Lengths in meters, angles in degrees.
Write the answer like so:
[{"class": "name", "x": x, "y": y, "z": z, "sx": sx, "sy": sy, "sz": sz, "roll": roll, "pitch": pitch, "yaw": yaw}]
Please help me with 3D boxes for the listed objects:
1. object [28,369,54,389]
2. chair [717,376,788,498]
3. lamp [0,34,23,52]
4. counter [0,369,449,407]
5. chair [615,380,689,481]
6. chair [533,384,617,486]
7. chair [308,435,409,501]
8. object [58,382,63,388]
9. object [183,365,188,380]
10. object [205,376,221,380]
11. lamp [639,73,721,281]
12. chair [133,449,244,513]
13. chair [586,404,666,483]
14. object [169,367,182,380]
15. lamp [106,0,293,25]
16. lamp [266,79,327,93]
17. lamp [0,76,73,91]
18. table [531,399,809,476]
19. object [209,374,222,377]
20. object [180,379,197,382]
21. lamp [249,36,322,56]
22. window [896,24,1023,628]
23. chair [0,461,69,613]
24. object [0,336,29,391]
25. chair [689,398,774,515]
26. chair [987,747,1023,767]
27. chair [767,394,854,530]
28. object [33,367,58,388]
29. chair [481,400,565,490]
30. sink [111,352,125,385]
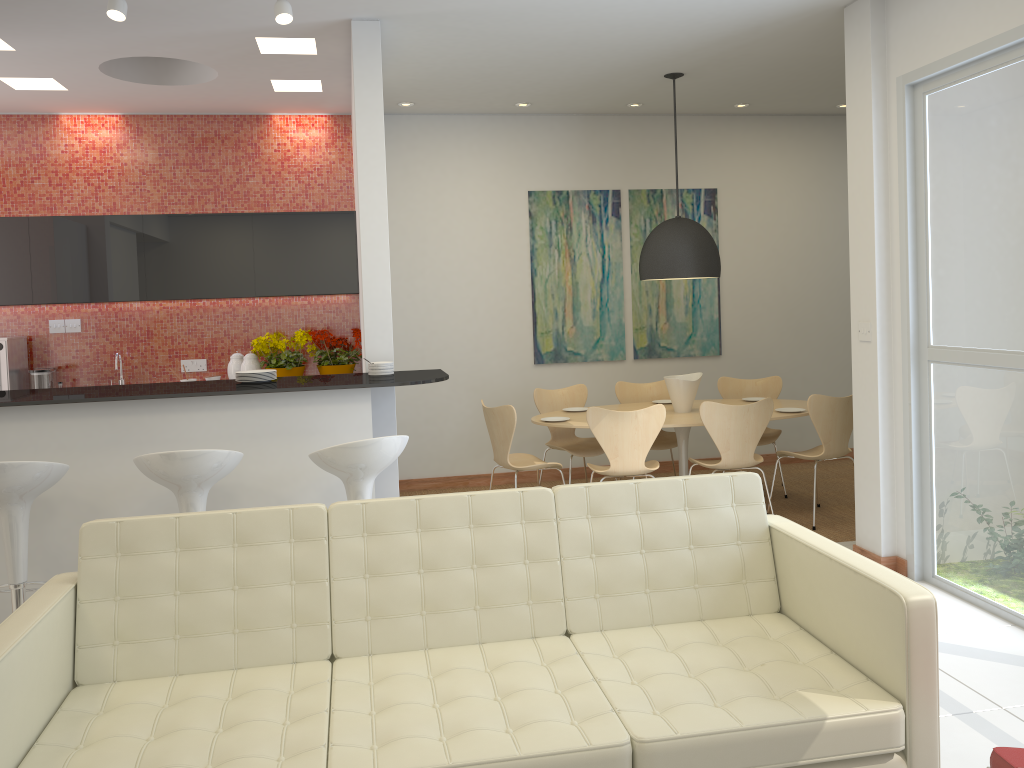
[{"class": "object", "x": -3.567, "y": -0.003, "z": 6.714, "sx": 0.172, "sy": 0.215, "sz": 0.172, "roll": -2, "pitch": 3, "yaw": 8}, {"class": "chair", "x": 1.915, "y": 0.408, "z": 7.093, "sx": 0.521, "sy": 0.905, "sz": 0.517, "roll": -1, "pitch": 3, "yaw": 14}, {"class": "lamp", "x": -3.117, "y": -1.995, "z": 5.114, "sx": 0.408, "sy": 0.034, "sz": 0.410, "roll": -3, "pitch": 5, "yaw": -10}, {"class": "counter", "x": -1.801, "y": 0.032, "z": 4.461, "sx": 2.965, "sy": 0.019, "sz": 0.738, "roll": -3, "pitch": 5, "yaw": -10}, {"class": "chair", "x": 1.123, "y": 0.438, "z": 7.074, "sx": 0.521, "sy": 0.905, "sz": 0.517, "roll": -2, "pitch": 3, "yaw": -6}, {"class": "chair", "x": 0.488, "y": 0.480, "z": 6.867, "sx": 0.522, "sy": 0.905, "sz": 0.516, "roll": -4, "pitch": 3, "yaw": -31}, {"class": "chair", "x": -0.686, "y": 0.728, "z": 4.062, "sx": 0.457, "sy": 1.019, "sz": 0.465, "roll": -3, "pitch": 3, "yaw": -24}, {"class": "object", "x": -3.510, "y": 0.030, "z": 6.884, "sx": 0.037, "sy": 0.092, "sz": 0.037, "roll": -3, "pitch": 3, "yaw": -10}, {"class": "object", "x": -2.541, "y": -0.052, "z": 6.921, "sx": 0.009, "sy": 0.195, "sz": 0.140, "roll": -4, "pitch": 4, "yaw": -40}, {"class": "object", "x": -2.384, "y": -0.016, "z": 7.061, "sx": 0.121, "sy": 0.084, "sz": 0.121, "roll": 2, "pitch": 6, "yaw": 45}, {"class": "lamp", "x": 1.213, "y": -1.520, "z": 6.510, "sx": 0.594, "sy": 1.490, "sz": 0.595, "roll": -2, "pitch": 3, "yaw": -8}, {"class": "chair", "x": -1.406, "y": 0.767, "z": 3.930, "sx": 0.457, "sy": 1.019, "sz": 0.466, "roll": -2, "pitch": 3, "yaw": 1}, {"class": "chair", "x": 0.738, "y": 0.569, "z": 5.840, "sx": 0.521, "sy": 0.905, "sz": 0.517, "roll": -2, "pitch": 3, "yaw": -3}, {"class": "object", "x": -2.576, "y": -0.045, "z": 6.868, "sx": 0.164, "sy": 0.177, "sz": 0.011, "roll": -2, "pitch": 2, "yaw": 3}, {"class": "lamp", "x": -1.901, "y": -1.840, "z": 4.231, "sx": 1.822, "sy": 0.199, "sz": 0.112, "roll": -3, "pitch": 3, "yaw": -10}, {"class": "lamp", "x": -1.555, "y": -2.173, "z": 6.406, "sx": 0.408, "sy": 0.034, "sz": 0.410, "roll": -3, "pitch": 5, "yaw": -10}, {"class": "lamp", "x": -3.294, "y": -2.081, "z": 6.095, "sx": 0.408, "sy": 0.034, "sz": 0.410, "roll": -3, "pitch": 5, "yaw": -10}, {"class": "table", "x": 1.270, "y": 0.565, "z": 6.592, "sx": 2.263, "sy": 0.727, "sz": 1.283, "roll": -3, "pitch": 5, "yaw": -9}, {"class": "object", "x": -2.386, "y": -0.063, "z": 7.068, "sx": 0.008, "sy": 0.009, "sz": 0.235, "roll": -1, "pitch": 5, "yaw": 14}, {"class": "object", "x": -2.510, "y": 0.007, "z": 6.873, "sx": 0.121, "sy": 0.084, "sz": 0.121, "roll": -1, "pitch": 4, "yaw": 10}, {"class": "lamp", "x": -1.378, "y": -2.087, "z": 5.426, "sx": 0.408, "sy": 0.034, "sz": 0.410, "roll": -3, "pitch": 5, "yaw": -10}, {"class": "window", "x": 2.471, "y": -0.144, "z": 3.116, "sx": 0.121, "sy": 2.707, "sz": 3.443, "roll": -2, "pitch": 4, "yaw": -10}, {"class": "chair", "x": -2.125, "y": 0.805, "z": 3.801, "sx": 0.457, "sy": 1.019, "sz": 0.466, "roll": -2, "pitch": 3, "yaw": 1}, {"class": "object", "x": -4.105, "y": -0.104, "z": 6.663, "sx": 0.722, "sy": 0.469, "sz": 0.437, "roll": -3, "pitch": 4, "yaw": -10}, {"class": "chair", "x": 1.448, "y": 0.534, "z": 5.939, "sx": 0.521, "sy": 0.905, "sz": 0.517, "roll": -3, "pitch": 3, "yaw": -10}, {"class": "chair", "x": 1.597, "y": 0.944, "z": 1.961, "sx": 0.706, "sy": 0.815, "sz": 0.702, "roll": -2, "pitch": 3, "yaw": -5}, {"class": "chair", "x": 2.125, "y": 0.489, "z": 6.148, "sx": 0.522, "sy": 0.905, "sz": 0.516, "roll": -4, "pitch": 3, "yaw": -27}, {"class": "object", "x": -3.648, "y": -0.021, "z": 6.936, "sx": 0.172, "sy": 0.215, "sz": 0.172, "roll": -2, "pitch": 3, "yaw": 8}, {"class": "chair", "x": 0.078, "y": 0.562, "z": 6.165, "sx": 0.516, "sy": 0.905, "sz": 0.522, "roll": -3, "pitch": 3, "yaw": -26}, {"class": "sink", "x": -3.060, "y": 0.022, "z": 6.891, "sx": 0.808, "sy": 0.536, "sz": 0.418, "roll": -3, "pitch": 3, "yaw": -10}]
